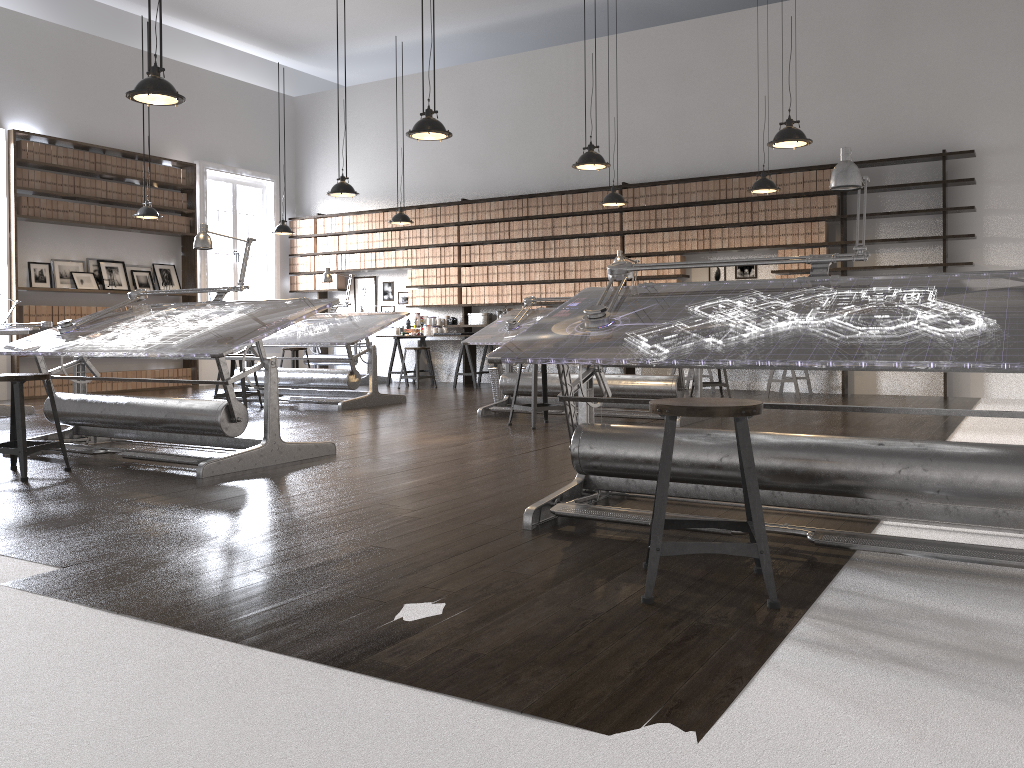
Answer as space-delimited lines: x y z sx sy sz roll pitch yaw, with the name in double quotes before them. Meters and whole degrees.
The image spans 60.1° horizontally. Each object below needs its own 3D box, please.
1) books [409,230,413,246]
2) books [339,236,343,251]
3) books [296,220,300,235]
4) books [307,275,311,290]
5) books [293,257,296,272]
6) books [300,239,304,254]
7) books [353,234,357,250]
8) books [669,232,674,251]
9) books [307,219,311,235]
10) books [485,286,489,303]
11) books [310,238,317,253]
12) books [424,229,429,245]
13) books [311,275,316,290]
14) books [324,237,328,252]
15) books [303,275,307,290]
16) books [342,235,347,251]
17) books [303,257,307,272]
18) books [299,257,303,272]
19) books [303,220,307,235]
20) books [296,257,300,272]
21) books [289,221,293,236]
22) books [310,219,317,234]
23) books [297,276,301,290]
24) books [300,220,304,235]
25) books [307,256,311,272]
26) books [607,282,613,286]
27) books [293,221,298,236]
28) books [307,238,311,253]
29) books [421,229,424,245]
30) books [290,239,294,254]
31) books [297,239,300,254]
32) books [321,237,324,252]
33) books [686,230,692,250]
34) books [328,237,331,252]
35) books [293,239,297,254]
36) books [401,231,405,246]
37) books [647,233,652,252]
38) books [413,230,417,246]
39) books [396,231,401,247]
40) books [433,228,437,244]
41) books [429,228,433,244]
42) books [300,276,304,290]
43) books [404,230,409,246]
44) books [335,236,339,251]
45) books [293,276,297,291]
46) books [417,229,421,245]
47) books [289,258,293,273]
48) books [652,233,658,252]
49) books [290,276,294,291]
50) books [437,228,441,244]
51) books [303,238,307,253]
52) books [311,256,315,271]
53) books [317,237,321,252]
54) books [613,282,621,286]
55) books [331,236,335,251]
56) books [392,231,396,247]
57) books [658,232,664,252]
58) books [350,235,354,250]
"books" -1.351 -2.011 12.259 0.067 0.225 0.174 0 2 31
"books" -2.439 -2.041 12.909 0.067 0.225 0.175 0 2 31
"books" -3.158 -2.343 13.331 0.067 0.225 0.174 0 2 31
"books" -2.979 -1.510 13.232 0.067 0.225 0.175 0 2 31
"books" -3.226 -1.794 13.383 0.067 0.225 0.175 0 2 31
"books" -3.094 -2.064 13.299 0.067 0.225 0.175 0 2 31
"books" -2.201 -2.034 12.760 0.067 0.225 0.175 0 2 31
"books" 1.891 -1.655 10.326 0.067 0.225 0.175 0 2 31
"books" -2.979 -2.338 13.222 0.067 0.225 0.175 0 2 31
"books" -0.283 -1.167 11.631 0.067 0.225 0.175 0 2 31
"books" -2.918 -2.059 13.195 0.067 0.225 0.174 0 2 31
"books" -1.122 -2.005 12.120 0.067 0.225 0.175 0 2 31
"books" -2.915 -1.509 13.198 0.067 0.225 0.174 0 2 31
"books" -2.681 -2.047 13.046 0.067 0.225 0.175 0 2 31
"books" -3.042 -1.512 13.269 0.067 0.225 0.175 0 2 31
"books" -2.380 -2.039 12.869 0.067 0.225 0.174 0 2 31
"books" -3.043 -1.789 13.274 0.067 0.225 0.175 0 2 31
"books" -3.107 -1.791 13.307 0.067 0.225 0.174 0 2 31
"books" -3.037 -2.339 13.261 0.067 0.225 0.175 0 2 31
"books" -3.165 -1.792 13.347 0.067 0.225 0.174 0 2 31
"books" -3.284 -2.346 13.402 0.067 0.225 0.175 0 2 31
"books" -2.916 -2.336 13.186 0.067 0.225 0.175 0 2 31
"books" -3.149 -1.515 13.341 0.067 0.225 0.175 0 2 31
"books" -3.096 -2.341 13.299 0.067 0.225 0.174 0 2 31
"books" -2.982 -1.787 13.231 0.067 0.225 0.175 0 2 31
"books" 1.218 -1.127 10.732 0.067 0.225 0.175 0 2 31
"books" -3.222 -2.344 13.365 0.067 0.225 0.175 0 2 31
"books" -2.979 -2.061 13.231 0.067 0.225 0.175 0 2 31
"books" -1.175 -2.007 12.153 0.067 0.225 0.175 0 2 31
"books" -3.271 -2.069 13.405 0.067 0.225 0.175 0 2 31
"books" -3.149 -2.065 13.330 0.067 0.225 0.175 0 2 31
"books" -2.743 -2.048 13.083 0.067 0.225 0.175 0 2 31
"books" 2.068 -1.650 10.222 0.067 0.225 0.174 0 2 31
"books" -2.624 -2.046 13.017 0.067 0.225 0.175 0 2 31
"books" -3.213 -2.067 13.365 0.067 0.225 0.175 0 2 31
"books" -1.472 -2.015 12.333 0.067 0.225 0.175 0 2 31
"books" 1.656 -1.662 10.469 0.067 0.225 0.174 0 2 31
"books" -1.290 -2.010 12.223 0.067 0.225 0.175 0 2 31
"books" -1.540 -2.016 12.366 0.067 0.225 0.175 0 2 31
"books" -0.999 -2.002 12.048 0.067 0.225 0.175 0 2 31
"books" -1.061 -2.003 12.081 0.067 0.225 0.175 0 2 31
"books" -3.094 -1.513 13.306 0.067 0.225 0.175 0 2 31
"books" -1.414 -2.013 12.292 0.067 0.225 0.174 0 2 31
"books" -2.506 -2.042 12.943 0.067 0.225 0.175 0 2 31
"books" -3.215 -1.517 13.374 0.067 0.225 0.175 0 2 31
"books" -1.235 -2.008 12.183 0.067 0.225 0.175 0 2 31
"books" -3.287 -1.795 13.412 0.067 0.225 0.175 0 2 31
"books" 1.715 -1.660 10.432 0.067 0.225 0.175 0 2 31
"books" -3.277 -1.519 13.418 0.067 0.225 0.175 0 2 31
"books" -0.938 -2.000 12.014 0.067 0.225 0.174 0 2 31
"books" -3.040 -2.062 13.261 0.067 0.225 0.175 0 2 31
"books" -2.915 -1.786 13.198 0.067 0.225 0.175 0 2 31
"books" -2.803 -2.050 13.123 0.067 0.225 0.174 0 2 31
"books" 1.286 -1.125 10.694 0.067 0.225 0.175 0 2 31
"books" -2.567 -2.044 12.986 0.067 0.225 0.175 0 2 31
"books" -1.600 -2.018 12.409 0.067 0.225 0.175 0 2 31
"books" 1.773 -1.658 10.393 0.067 0.225 0.175 0 2 31
"books" -2.256 -2.036 12.800 0.067 0.225 0.175 0 2 31
